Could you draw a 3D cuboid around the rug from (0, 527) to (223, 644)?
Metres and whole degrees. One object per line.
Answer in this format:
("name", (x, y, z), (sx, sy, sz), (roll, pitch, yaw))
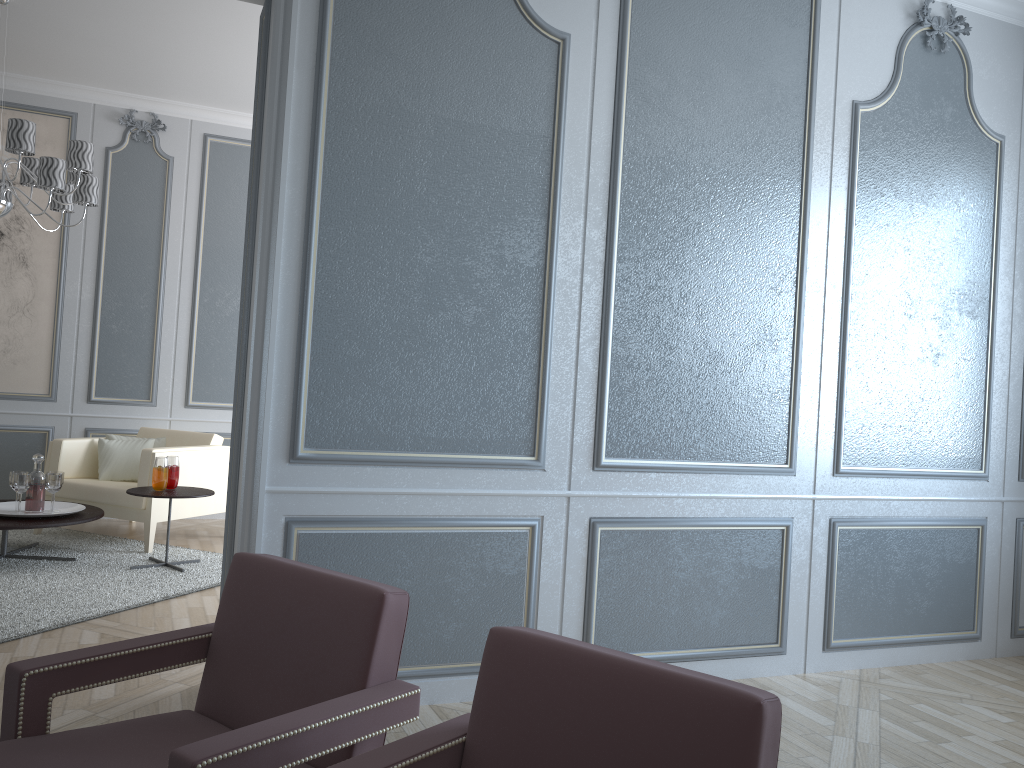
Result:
("rug", (-2.456, 0.866, 4.088), (2.001, 0.010, 1.999), (3, 0, 22))

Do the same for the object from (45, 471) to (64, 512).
("object", (-2.303, 0.542, 4.461), (0.080, 0.196, 0.080), (5, -2, -40))

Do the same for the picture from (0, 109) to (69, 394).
("picture", (-3.422, -0.844, 5.384), (1.199, 1.752, 0.001), (4, -1, -23))

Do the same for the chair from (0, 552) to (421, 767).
("chair", (-0.561, 0.652, 1.500), (0.576, 0.620, 0.606), (3, -1, 37))

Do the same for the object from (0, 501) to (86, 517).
("object", (-2.369, 0.625, 4.385), (0.468, 0.028, 0.468), (4, 0, -10))

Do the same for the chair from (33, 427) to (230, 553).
("chair", (-2.165, 0.585, 5.200), (0.855, 0.621, 0.736), (3, -1, 22))

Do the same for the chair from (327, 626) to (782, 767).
("chair", (-0.024, 0.682, 1.049), (0.576, 0.620, 0.606), (3, -1, 37))

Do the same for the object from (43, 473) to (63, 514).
("object", (-2.270, 0.544, 4.383), (0.080, 0.196, 0.080), (5, -2, -40))

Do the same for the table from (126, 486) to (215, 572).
("table", (-1.715, 0.726, 4.428), (0.414, 0.385, 0.414), (3, -1, 25))

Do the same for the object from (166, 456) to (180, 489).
("object", (-1.731, 0.450, 4.507), (0.075, 0.166, 0.075), (3, -1, 27))

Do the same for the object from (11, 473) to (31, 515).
("object", (-2.390, 0.536, 4.311), (0.080, 0.196, 0.080), (4, -1, -20))

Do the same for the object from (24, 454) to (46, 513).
("object", (-2.360, 0.491, 4.400), (0.086, 0.290, 0.086), (4, -1, -2))

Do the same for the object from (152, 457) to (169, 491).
("object", (-1.754, 0.448, 4.424), (0.075, 0.166, 0.075), (4, -1, -33))

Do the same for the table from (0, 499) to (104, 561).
("table", (-2.509, 0.750, 4.388), (0.882, 0.239, 0.882), (4, 0, -25))

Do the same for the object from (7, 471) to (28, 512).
("object", (-2.448, 0.533, 4.390), (0.080, 0.196, 0.080), (5, -2, -40))

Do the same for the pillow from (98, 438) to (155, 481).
("pillow", (-2.273, 0.447, 5.225), (0.311, 0.245, 0.163), (4, -1, -28))

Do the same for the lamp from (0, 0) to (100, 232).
("lamp", (-2.517, -1.321, 4.286), (0.976, 1.120, 0.976), (4, -1, -34))

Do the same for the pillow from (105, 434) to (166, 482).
("pillow", (-2.264, 0.448, 5.313), (0.351, 0.276, 0.184), (4, -1, -17))
